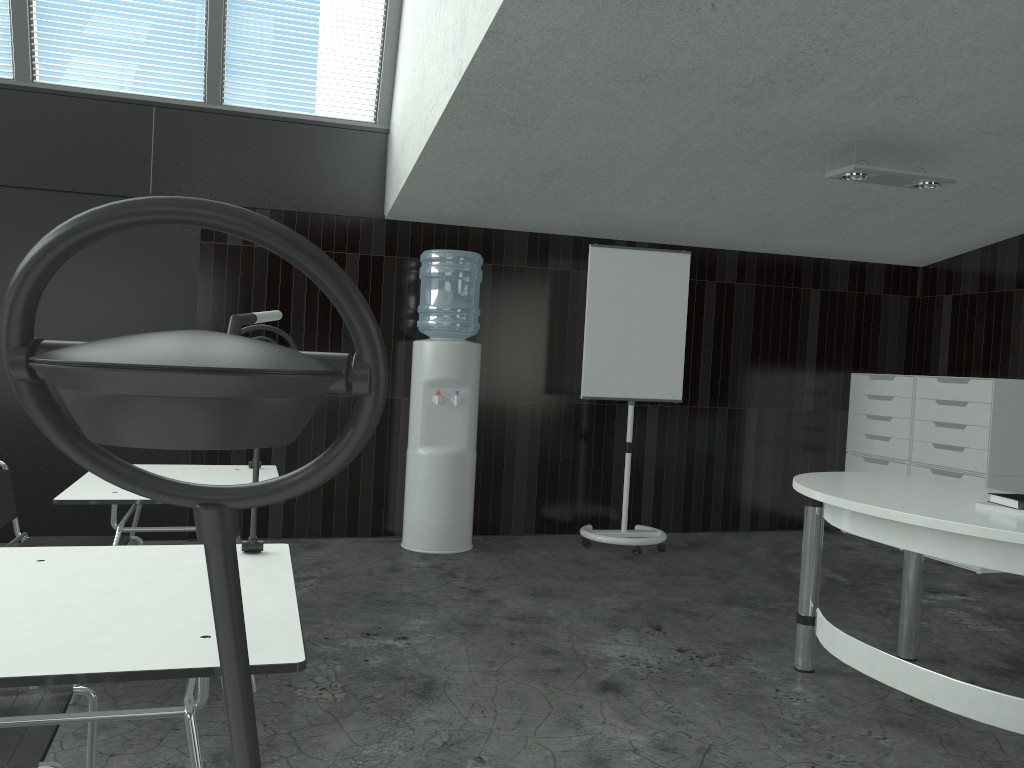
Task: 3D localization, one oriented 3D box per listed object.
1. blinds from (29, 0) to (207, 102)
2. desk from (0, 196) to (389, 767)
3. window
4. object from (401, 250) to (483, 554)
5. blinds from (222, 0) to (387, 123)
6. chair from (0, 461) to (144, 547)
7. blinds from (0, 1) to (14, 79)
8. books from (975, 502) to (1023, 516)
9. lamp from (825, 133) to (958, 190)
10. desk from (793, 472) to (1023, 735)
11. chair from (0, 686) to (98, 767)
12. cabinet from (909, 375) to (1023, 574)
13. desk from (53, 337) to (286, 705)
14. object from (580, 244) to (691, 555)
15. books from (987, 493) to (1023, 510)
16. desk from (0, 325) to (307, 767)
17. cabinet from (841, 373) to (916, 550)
[{"bbox_3d":[-1.982,-3.295,4.459,0.889,2.982,1.106,2,2,-17],"label":"blinds"},{"bbox_3d":[-0.310,0.579,0.202,0.700,1.321,0.900,2,2,-17],"label":"desk"},{"bbox_3d":[-6.717,-3.504,3.053,12.775,3.101,1.144,2,2,-17],"label":"window"},{"bbox_3d":[-0.407,0.110,5.345,0.436,1.967,0.436,2,2,-27],"label":"object"},{"bbox_3d":[-1.036,-3.256,4.747,0.889,2.982,1.106,2,2,-17],"label":"blinds"},{"bbox_3d":[-1.636,0.709,3.161,0.555,0.765,0.428,2,2,-15],"label":"chair"},{"bbox_3d":[-2.930,-3.317,4.177,0.889,2.949,1.094,2,2,-17],"label":"blinds"},{"bbox_3d":[1.656,0.437,2.815,0.297,0.021,0.210,2,2,-34],"label":"books"},{"bbox_3d":[1.943,-2.891,4.293,0.600,3.595,0.212,2,2,-17],"label":"lamp"},{"bbox_3d":[1.525,0.846,2.931,0.910,0.818,1.600,2,2,-22],"label":"desk"},{"bbox_3d":[-1.095,0.777,1.639,0.555,0.765,0.428,2,2,-18],"label":"chair"},{"bbox_3d":[2.996,0.607,5.627,0.587,1.292,0.639,2,2,-17],"label":"cabinet"},{"bbox_3d":[-1.215,0.451,3.263,0.700,1.321,0.900,2,2,-17],"label":"desk"},{"bbox_3d":[0.753,0.098,5.592,0.560,2.091,0.553,4,2,36],"label":"object"},{"bbox_3d":[1.625,0.411,2.781,0.183,0.032,0.164,3,2,-4],"label":"books"},{"bbox_3d":[-0.783,0.514,1.732,0.700,1.321,0.900,2,2,-16],"label":"desk"},{"bbox_3d":[2.809,0.581,6.246,0.587,1.292,0.639,2,2,-17],"label":"cabinet"}]
